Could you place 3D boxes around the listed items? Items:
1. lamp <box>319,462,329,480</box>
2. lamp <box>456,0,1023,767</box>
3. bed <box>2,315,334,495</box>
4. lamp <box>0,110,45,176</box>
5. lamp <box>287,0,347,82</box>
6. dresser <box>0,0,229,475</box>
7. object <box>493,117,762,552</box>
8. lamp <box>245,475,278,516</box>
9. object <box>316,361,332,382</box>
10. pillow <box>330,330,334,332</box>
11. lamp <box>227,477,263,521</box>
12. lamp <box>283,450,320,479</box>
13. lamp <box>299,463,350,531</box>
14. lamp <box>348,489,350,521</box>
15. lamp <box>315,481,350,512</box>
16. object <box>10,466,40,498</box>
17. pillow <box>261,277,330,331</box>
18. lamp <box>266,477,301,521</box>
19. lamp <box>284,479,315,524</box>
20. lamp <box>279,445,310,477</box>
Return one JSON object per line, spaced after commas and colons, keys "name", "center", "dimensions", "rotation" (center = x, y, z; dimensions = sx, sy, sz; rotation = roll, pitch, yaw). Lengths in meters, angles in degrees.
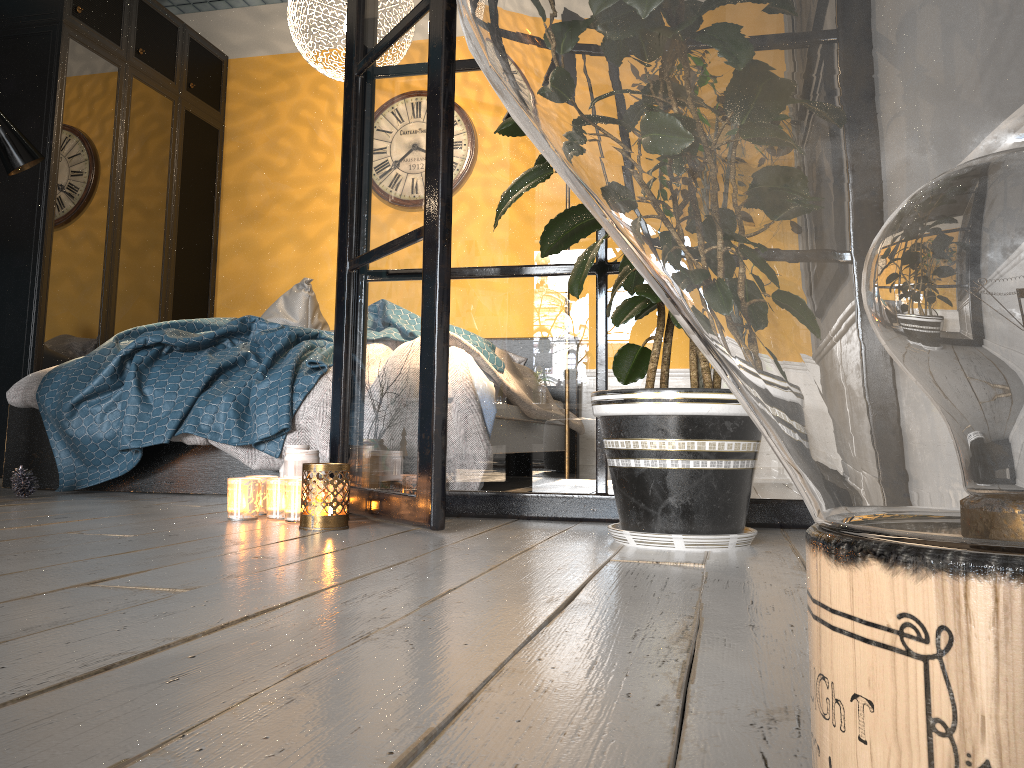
{"name": "lamp", "center": [-0.524, 0.295, 2.586], "dimensions": [0.108, 0.132, 0.095], "rotation": [2, -6, -16]}
{"name": "lamp", "center": [0.191, -0.003, 0.320], "dimensions": [0.431, 0.441, 0.430], "rotation": [-3, -7, 35]}
{"name": "bed", "center": [-0.705, 0.051, 3.940], "dimensions": [1.897, 0.776, 2.307], "rotation": [0, -4, 14]}
{"name": "lamp", "center": [-1.993, -0.390, 3.255], "dimensions": [0.231, 1.538, 0.401], "rotation": [-6, -10, 43]}
{"name": "lamp", "center": [-0.765, -2.007, 4.296], "dimensions": [0.614, 1.105, 0.613], "rotation": [6, -8, -35]}
{"name": "dresser", "center": [-2.295, -0.847, 4.905], "dimensions": [0.637, 2.639, 1.421], "rotation": [-1, -7, 13]}
{"name": "object", "center": [-1.202, -0.584, 2.138], "dimensions": [3.895, 1.810, 1.003], "rotation": [0, -7, 13]}
{"name": "lamp", "center": [-0.638, 0.284, 2.249], "dimensions": [0.080, 0.099, 0.080], "rotation": [3, -7, -22]}
{"name": "object", "center": [-0.357, 0.098, 2.566], "dimensions": [0.277, 0.526, 0.435], "rotation": [6, -8, -36]}
{"name": "pillow", "center": [-1.058, -0.115, 4.922], "dimensions": [0.755, 0.459, 0.510], "rotation": [2, -6, -15]}
{"name": "lamp", "center": [-0.641, 0.275, 2.117], "dimensions": [0.080, 0.099, 0.080], "rotation": [5, -7, -36]}
{"name": "lamp", "center": [-0.537, 0.252, 2.251], "dimensions": [0.089, 0.168, 0.092], "rotation": [3, -7, -20]}
{"name": "lamp", "center": [-0.409, 0.245, 1.939], "dimensions": [0.107, 0.142, 0.107], "rotation": [3, -7, -23]}
{"name": "lamp", "center": [-0.424, 0.284, 2.145], "dimensions": [0.063, 0.092, 0.062], "rotation": [1, -6, -5]}
{"name": "lamp", "center": [-0.415, 0.273, 2.036], "dimensions": [0.080, 0.099, 0.080], "rotation": [5, -7, -36]}
{"name": "object", "center": [-1.578, 0.284, 2.458], "dimensions": [0.192, 0.119, 0.712], "rotation": [1, -4, 2]}
{"name": "pillow", "center": [-1.153, -0.239, 4.528], "dimensions": [0.782, 0.604, 0.495], "rotation": [-1, -6, 19]}
{"name": "lamp", "center": [-0.555, 0.278, 2.141], "dimensions": [0.080, 0.099, 0.080], "rotation": [5, -7, -36]}
{"name": "lamp", "center": [-0.495, 0.274, 2.077], "dimensions": [0.080, 0.099, 0.080], "rotation": [5, -7, -36]}
{"name": "lamp", "center": [-0.576, 0.253, 2.363], "dimensions": [0.092, 0.181, 0.091], "rotation": [-4, -8, 34]}
